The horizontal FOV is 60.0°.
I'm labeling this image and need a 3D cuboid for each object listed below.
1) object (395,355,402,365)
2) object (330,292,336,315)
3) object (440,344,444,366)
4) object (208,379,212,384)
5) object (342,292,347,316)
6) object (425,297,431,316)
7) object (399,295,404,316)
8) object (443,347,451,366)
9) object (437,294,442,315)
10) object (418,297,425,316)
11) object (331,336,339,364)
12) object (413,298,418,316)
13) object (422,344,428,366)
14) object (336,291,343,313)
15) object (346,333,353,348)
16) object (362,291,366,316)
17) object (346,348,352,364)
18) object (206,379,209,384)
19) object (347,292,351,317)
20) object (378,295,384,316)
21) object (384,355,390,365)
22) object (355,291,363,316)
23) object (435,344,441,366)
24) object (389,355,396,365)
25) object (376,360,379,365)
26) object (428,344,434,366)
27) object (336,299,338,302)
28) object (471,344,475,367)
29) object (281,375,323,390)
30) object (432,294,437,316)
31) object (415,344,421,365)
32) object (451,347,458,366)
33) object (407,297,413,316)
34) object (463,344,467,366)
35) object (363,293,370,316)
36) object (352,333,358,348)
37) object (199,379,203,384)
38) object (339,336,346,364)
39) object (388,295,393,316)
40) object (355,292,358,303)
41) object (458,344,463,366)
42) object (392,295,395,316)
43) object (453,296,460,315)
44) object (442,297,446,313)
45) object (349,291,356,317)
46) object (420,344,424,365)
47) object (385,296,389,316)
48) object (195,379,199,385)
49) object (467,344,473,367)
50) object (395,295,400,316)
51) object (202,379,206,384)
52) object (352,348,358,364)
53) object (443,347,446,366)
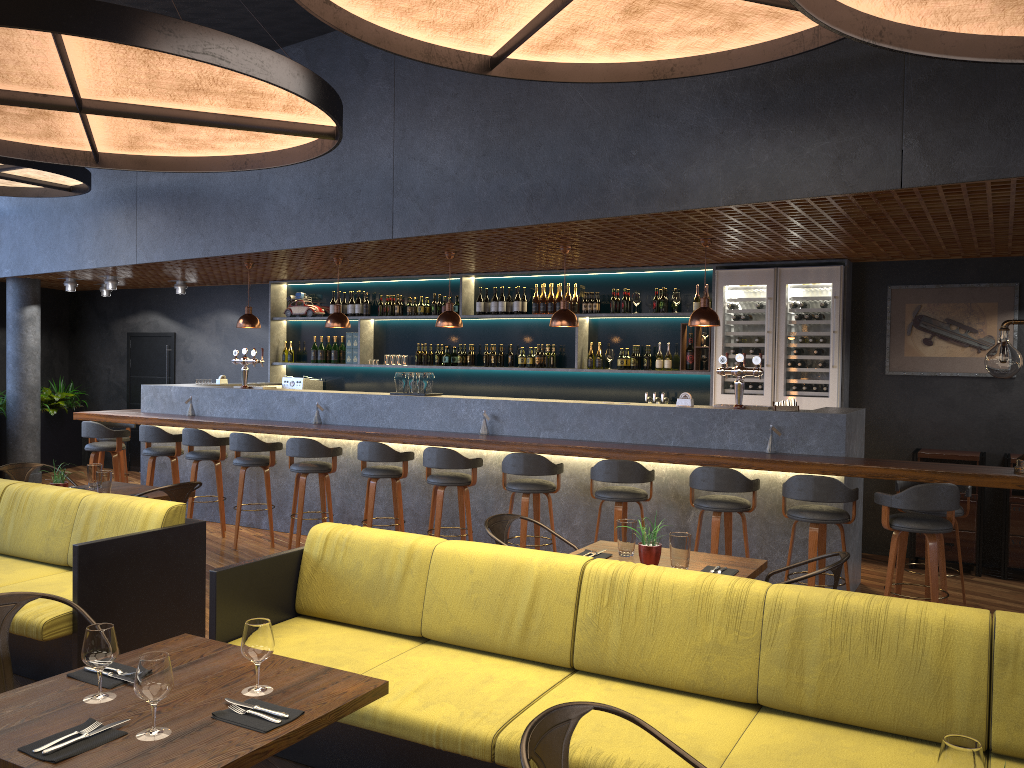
[{"bbox_3d":[-1.350,-0.287,10.581,0.084,0.119,0.084,0,2,-16],"label":"object"},{"bbox_3d":[-2.208,-0.986,10.972,0.085,0.310,0.086,0,2,-28],"label":"object"},{"bbox_3d":[-0.824,-0.340,10.411,0.063,0.254,0.063,1,2,1],"label":"object"},{"bbox_3d":[-3.510,-0.027,10.310,0.042,0.059,0.042,2,2,26],"label":"object"},{"bbox_3d":[-2.079,-0.985,11.005,0.086,0.310,0.085,2,2,40],"label":"object"},{"bbox_3d":[-0.999,-0.908,10.446,0.088,0.224,0.088,2,2,24],"label":"object"},{"bbox_3d":[-1.330,-0.933,10.616,0.063,0.254,0.063,0,2,-23],"label":"object"},{"bbox_3d":[-0.746,-0.319,10.226,0.088,0.224,0.088,2,2,44],"label":"object"},{"bbox_3d":[-0.843,-0.917,10.344,0.063,0.254,0.063,0,2,-33],"label":"object"},{"bbox_3d":[-1.058,-0.906,10.357,0.088,0.224,0.088,2,2,24],"label":"object"},{"bbox_3d":[-2.191,-0.423,10.997,0.094,0.340,0.094,0,2,-21],"label":"object"},{"bbox_3d":[-1.144,-0.908,10.479,0.068,0.217,0.068,0,2,-41],"label":"object"},{"bbox_3d":[-1.012,-0.342,10.348,0.063,0.254,0.063,1,2,16],"label":"object"},{"bbox_3d":[-2.128,-0.984,10.925,0.085,0.310,0.086,0,2,-34],"label":"object"},{"bbox_3d":[-1.974,-0.534,10.888,0.098,0.192,0.080,2,2,29],"label":"object"},{"bbox_3d":[-1.814,-0.977,10.862,0.085,0.310,0.086,0,2,-20],"label":"object"},{"bbox_3d":[-1.977,-0.342,10.892,0.098,0.192,0.080,2,2,29],"label":"object"},{"bbox_3d":[-3.535,-0.026,10.266,0.042,0.059,0.042,2,2,26],"label":"object"},{"bbox_3d":[-1.995,-0.982,10.957,0.085,0.310,0.086,0,2,-34],"label":"object"},{"bbox_3d":[-1.567,-0.937,10.610,0.063,0.254,0.063,1,2,11],"label":"object"},{"bbox_3d":[-1.500,-0.292,10.664,0.084,0.119,0.084,0,2,-16],"label":"object"},{"bbox_3d":[-1.860,-0.975,10.779,0.085,0.310,0.086,0,2,-28],"label":"object"},{"bbox_3d":[-0.864,-0.339,10.332,0.063,0.254,0.063,0,2,-33],"label":"object"},{"bbox_3d":[-1.426,-0.290,10.623,0.084,0.119,0.084,0,2,-16],"label":"object"},{"bbox_3d":[-1.625,-0.265,10.713,0.042,0.059,0.042,1,2,-9],"label":"object"},{"bbox_3d":[-0.954,-0.343,10.428,0.063,0.254,0.063,1,2,-14],"label":"object"},{"bbox_3d":[-2.163,-0.988,11.055,0.085,0.310,0.086,0,2,-20],"label":"object"},{"bbox_3d":[-0.453,-0.327,10.154,0.063,0.254,0.063,1,2,1],"label":"object"},{"bbox_3d":[-2.697,0.175,11.150,0.355,0.569,0.550,2,2,29],"label":"object"},{"bbox_3d":[-0.897,-0.916,10.273,0.063,0.254,0.063,1,2,-13],"label":"object"},{"bbox_3d":[-1.100,-0.344,10.397,0.063,0.254,0.063,1,2,1],"label":"object"},{"bbox_3d":[-0.667,-0.320,10.311,0.088,0.224,0.088,1,2,4],"label":"object"},{"bbox_3d":[-1.197,-0.907,10.401,0.068,0.217,0.068,1,2,19],"label":"object"},{"bbox_3d":[-0.544,-0.330,10.211,0.063,0.254,0.063,0,2,-28],"label":"object"},{"bbox_3d":[-1.756,-0.954,10.728,0.083,0.301,0.083,2,2,36],"label":"object"},{"bbox_3d":[-1.886,-0.531,10.837,0.098,0.192,0.080,2,2,29],"label":"object"},{"bbox_3d":[-3.575,-0.025,10.181,0.042,0.059,0.042,2,2,26],"label":"object"},{"bbox_3d":[-2.122,-0.424,11.077,0.094,0.340,0.094,0,2,-39],"label":"object"},{"bbox_3d":[-1.452,-0.934,10.579,0.063,0.254,0.063,1,2,1],"label":"object"},{"bbox_3d":[-1.896,-0.980,10.910,0.085,0.310,0.086,0,2,-34],"label":"object"},{"bbox_3d":[-0.590,-0.329,10.144,0.063,0.254,0.063,-1,2,-43],"label":"object"},{"bbox_3d":[-1.423,-0.936,10.658,0.063,0.254,0.063,1,2,1],"label":"object"},{"bbox_3d":[-0.627,-0.893,10.118,0.088,0.224,0.088,2,2,44],"label":"object"},{"bbox_3d":[-0.769,-0.894,10.165,0.068,0.217,0.068,1,2,14],"label":"object"},{"bbox_3d":[-1.949,-0.978,10.831,0.085,0.310,0.086,0,2,-42],"label":"object"},{"bbox_3d":[-1.062,-0.346,10.488,0.063,0.254,0.063,2,2,21],"label":"object"},{"bbox_3d":[-1.505,-0.938,10.699,0.063,0.254,0.063,1,2,6],"label":"object"},{"bbox_3d":[-3.598,-0.024,10.140,0.042,0.059,0.042,2,2,26],"label":"object"},{"bbox_3d":[-0.474,-0.325,10.071,0.063,0.254,0.063,0,2,-19],"label":"object"},{"bbox_3d":[-1.353,-0.930,10.504,0.063,0.254,0.063,-1,2,-43],"label":"object"},{"bbox_3d":[-3.545,-0.025,10.216,0.042,0.059,0.042,2,2,26],"label":"object"},{"bbox_3d":[-1.889,-0.339,10.843,0.098,0.192,0.080,2,2,29],"label":"object"},{"bbox_3d":[-0.764,-0.322,10.338,0.088,0.224,0.088,1,2,-6],"label":"object"}]
